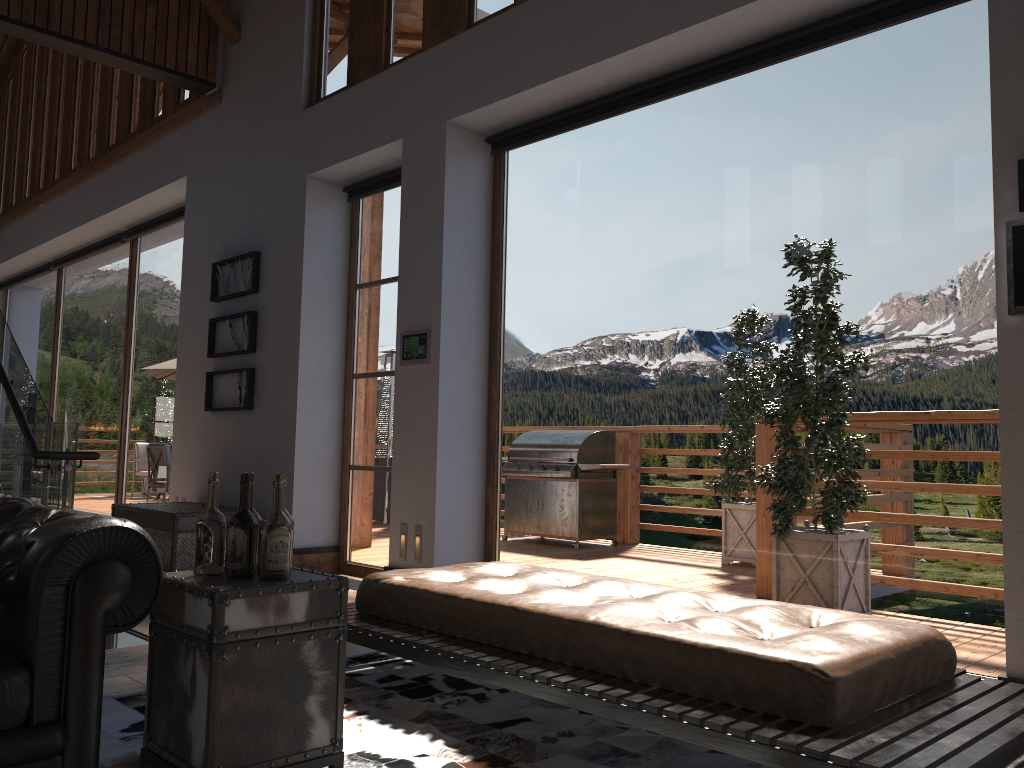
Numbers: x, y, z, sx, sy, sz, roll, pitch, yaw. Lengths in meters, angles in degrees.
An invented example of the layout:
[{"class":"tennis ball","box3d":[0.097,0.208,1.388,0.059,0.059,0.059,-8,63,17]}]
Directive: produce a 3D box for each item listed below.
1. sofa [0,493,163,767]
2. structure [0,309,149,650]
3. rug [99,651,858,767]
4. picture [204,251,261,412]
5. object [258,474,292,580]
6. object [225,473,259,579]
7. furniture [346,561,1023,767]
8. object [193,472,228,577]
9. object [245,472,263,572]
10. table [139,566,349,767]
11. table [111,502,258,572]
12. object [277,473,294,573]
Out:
[{"class":"sofa","box3d":[-2.201,0.640,1.759,2.595,0.839,1.224,5,-6,-45]},{"class":"structure","box3d":[-4.552,1.161,8.891,9.315,6.406,10.888,6,-6,-44]},{"class":"rug","box3d":[-0.659,1.123,2.546,3.851,0.053,2.401,5,-6,-43]},{"class":"picture","box3d":[-2.387,-0.429,7.551,0.060,1.314,0.764,6,-7,-44]},{"class":"object","box3d":[-0.655,0.393,2.456,0.088,0.287,0.086,5,-6,-34]},{"class":"object","box3d":[-0.751,0.393,2.475,0.087,0.287,0.088,-1,-5,23]},{"class":"furniture","box3d":[0.420,1.011,3.335,1.189,0.437,2.725,5,-6,-44]},{"class":"object","box3d":[-0.846,0.393,2.501,0.086,0.287,0.088,-1,-5,23]},{"class":"object","box3d":[-0.769,0.400,2.571,0.087,0.287,0.087,2,-5,-4]},{"class":"table","box3d":[-0.740,0.837,2.463,0.410,0.610,0.412,6,-7,-44]},{"class":"table","box3d":[-2.663,1.221,7.134,0.692,0.470,1.239,6,-6,-44]},{"class":"object","box3d":[-0.676,0.401,2.571,0.088,0.287,0.086,4,-6,-32]}]
